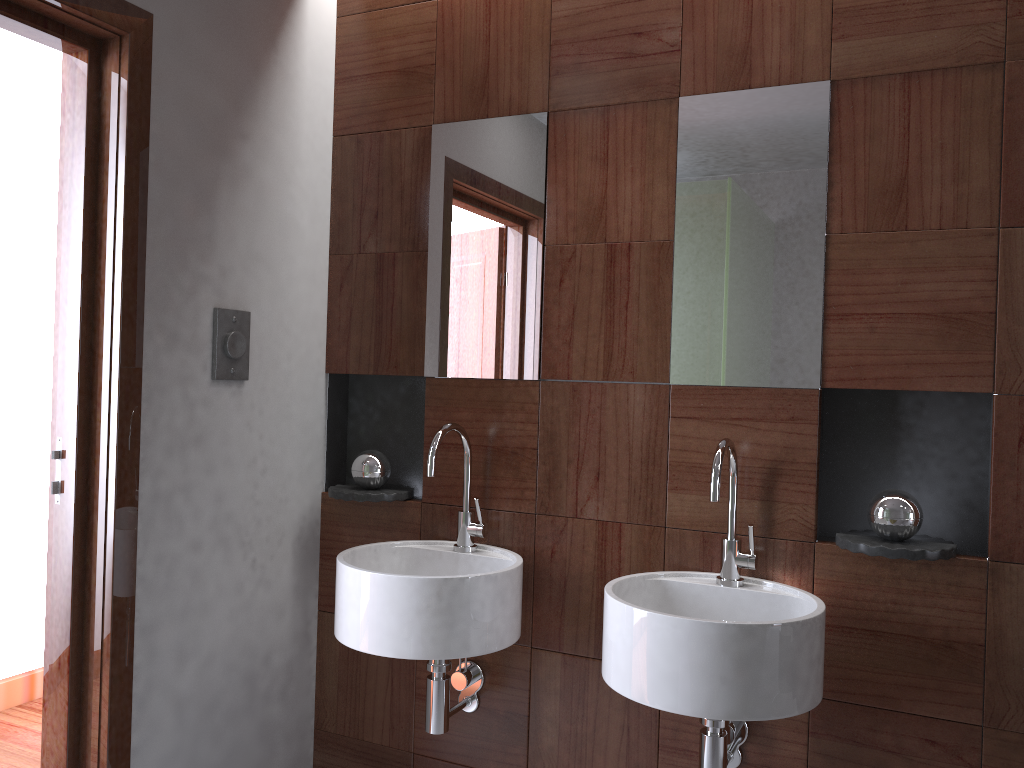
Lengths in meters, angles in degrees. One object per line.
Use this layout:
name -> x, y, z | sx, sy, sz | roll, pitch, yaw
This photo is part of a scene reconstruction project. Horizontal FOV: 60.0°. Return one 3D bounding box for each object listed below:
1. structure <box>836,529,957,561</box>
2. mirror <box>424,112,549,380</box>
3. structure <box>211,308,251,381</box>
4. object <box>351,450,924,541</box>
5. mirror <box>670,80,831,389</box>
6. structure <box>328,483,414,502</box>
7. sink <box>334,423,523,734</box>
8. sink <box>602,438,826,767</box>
structure -> 0.763, 0.320, 1.768 | 0.220, 0.023, 0.222 | 2, 0, 16
mirror -> -0.067, -0.331, 2.172 | 0.316, 0.635, 0.010 | 2, 0, 26
structure -> -0.646, -0.090, 2.050 | 0.028, 0.164, 0.109 | 2, 0, 26
object -> 0.197, 0.241, 2.027 | 1.350, 0.104, 0.104 | 2, 0, 26
mirror -> 0.504, -0.312, 1.897 | 0.316, 0.635, 0.010 | 2, 0, 26
structure -> -0.366, 0.282, 2.311 | 0.222, 0.023, 0.220 | 2, 0, -14
sink -> -0.184, 0.446, 1.990 | 0.415, 0.715, 0.417 | 2, 0, 26
sink -> 0.386, 0.465, 1.716 | 0.415, 0.715, 0.417 | 2, 0, 26
